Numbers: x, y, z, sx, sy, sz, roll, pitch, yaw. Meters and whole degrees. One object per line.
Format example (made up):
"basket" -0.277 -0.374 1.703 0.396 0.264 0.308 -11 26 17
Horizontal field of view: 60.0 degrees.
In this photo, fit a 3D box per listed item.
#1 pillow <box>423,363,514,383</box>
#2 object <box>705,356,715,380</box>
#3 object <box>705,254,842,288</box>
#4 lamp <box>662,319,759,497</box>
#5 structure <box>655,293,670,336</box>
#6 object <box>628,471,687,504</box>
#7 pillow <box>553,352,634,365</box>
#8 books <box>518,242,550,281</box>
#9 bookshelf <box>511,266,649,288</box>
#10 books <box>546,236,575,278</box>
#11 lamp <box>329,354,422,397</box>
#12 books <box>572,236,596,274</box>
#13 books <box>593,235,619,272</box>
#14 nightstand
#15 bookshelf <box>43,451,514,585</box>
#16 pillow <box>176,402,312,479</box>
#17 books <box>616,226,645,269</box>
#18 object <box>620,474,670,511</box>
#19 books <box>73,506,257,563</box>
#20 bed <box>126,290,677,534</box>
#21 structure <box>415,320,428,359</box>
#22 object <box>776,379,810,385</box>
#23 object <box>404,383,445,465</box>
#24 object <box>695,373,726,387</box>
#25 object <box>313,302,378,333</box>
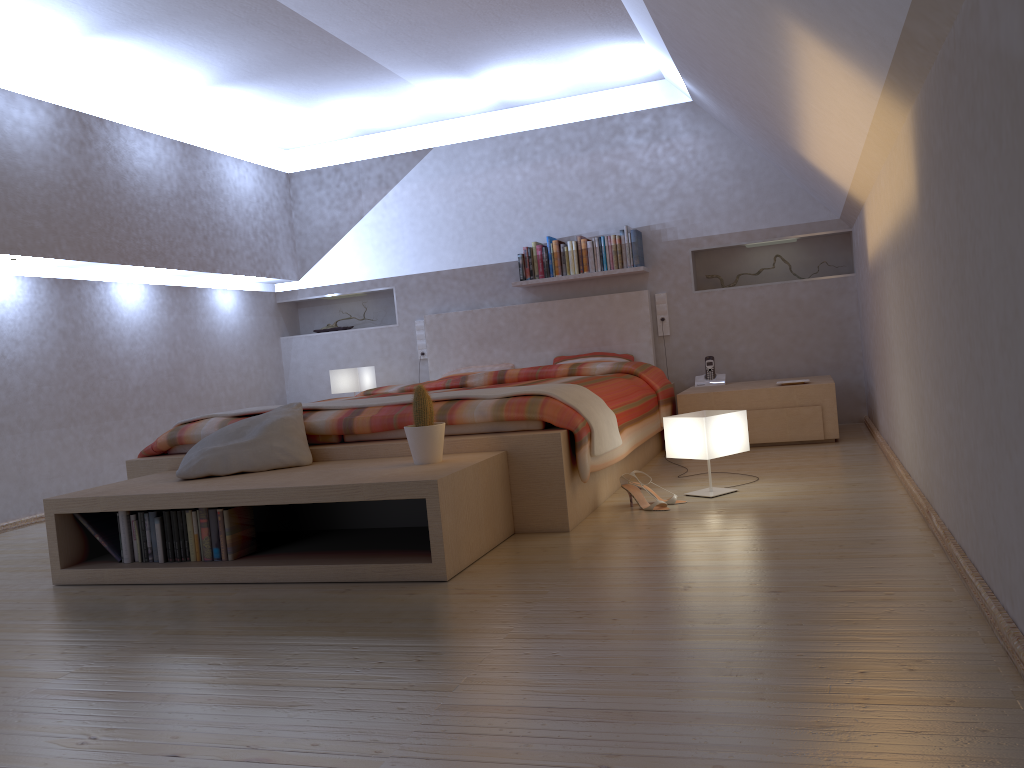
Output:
"pillow" -0.304 -0.031 6.177 0.572 0.180 0.492 -5 2 19
"object" 1.286 -0.097 5.757 0.060 0.169 0.079 -5 2 18
"object" 1.749 -0.765 5.919 0.905 0.193 0.085 -5 2 19
"lamp" 0.983 0.004 4.740 0.396 0.788 2.551 -5 2 9
"structure" 1.023 -0.472 6.022 0.077 0.286 0.034 -5 2 18
"object" 0.581 0.412 3.563 0.235 0.132 0.079 -5 2 24
"pillow" 0.491 -0.110 5.858 0.566 0.188 0.497 -5 2 19
"books" 0.172 -0.851 6.159 0.209 0.260 0.215 -5 2 18
"bookshelf" 0.465 -0.730 6.074 0.916 0.028 0.223 -5 2 18
"books" 0.356 -0.878 6.104 0.178 0.281 0.200 -5 2 18
"lamp" -0.995 0.071 6.458 0.684 0.515 0.318 -7 3 -43
"books" 0.506 -0.879 6.050 0.140 0.260 0.209 -5 2 18
"books" 0.650 -0.877 6.008 0.159 0.231 0.200 -5 2 18
"nightstand" 1.496 0.167 5.358 0.859 0.329 0.847 -5 2 18
"bookshelf" -0.812 0.472 3.159 1.495 0.303 0.643 -5 2 18
"pillow" -1.060 0.220 3.488 0.498 0.241 0.470 -6 2 -17
"books" 0.791 -0.914 5.958 0.145 0.281 0.200 -5 2 18
"object" 0.520 0.421 3.481 0.079 0.132 0.235 -7 3 -40
"books" -1.228 0.515 3.110 0.652 0.193 0.157 -5 2 18
"bed" -0.272 0.018 4.878 2.087 0.994 3.009 -5 2 18
"structure" -0.667 -0.330 6.588 0.077 0.286 0.034 -5 2 18
"object" 1.603 -0.008 5.056 0.179 0.015 0.177 -5 2 19
"object" -0.304 0.135 3.077 0.144 0.294 0.144 -4 3 44
"object" 1.286 -0.031 5.741 0.192 0.087 0.153 -5 2 18
"object" -1.301 -0.538 6.944 0.589 0.242 0.183 -5 2 17
